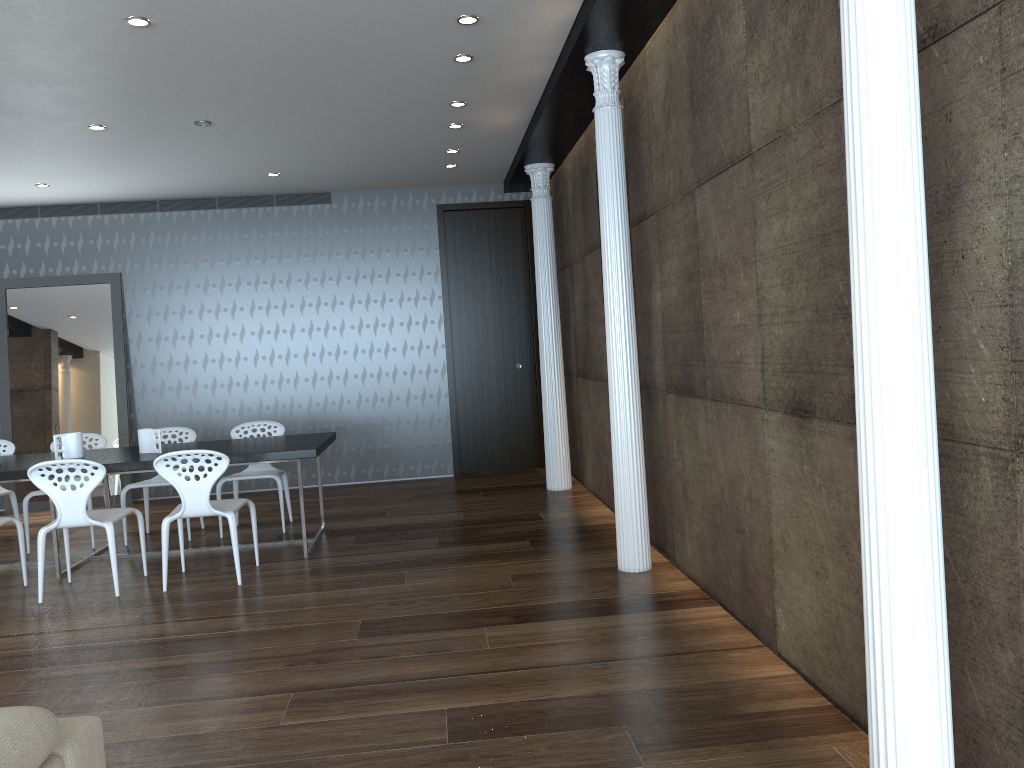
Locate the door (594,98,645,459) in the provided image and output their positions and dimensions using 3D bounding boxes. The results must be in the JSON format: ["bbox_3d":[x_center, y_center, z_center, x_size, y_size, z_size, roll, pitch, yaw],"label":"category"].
[{"bbox_3d":[0.988,-0.415,6.102,0.510,2.814,1.000,-4,2,-5],"label":"door"}]

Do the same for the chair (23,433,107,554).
[{"bbox_3d":[-3.421,0.824,6.888,0.495,0.835,0.581,-4,2,-5],"label":"chair"}]

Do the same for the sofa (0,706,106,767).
[{"bbox_3d":[-1.257,0.903,0.598,1.021,0.950,2.581,-4,2,-5],"label":"sofa"}]

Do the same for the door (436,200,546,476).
[{"bbox_3d":[-0.208,-0.478,9.327,1.000,2.814,0.246,-4,2,-5],"label":"door"}]

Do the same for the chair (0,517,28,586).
[{"bbox_3d":[-3.300,0.886,5.284,0.495,0.835,0.581,-4,2,-5],"label":"chair"}]

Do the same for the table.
[{"bbox_3d":[-2.991,0.877,6.222,3.400,0.733,1.200,-4,2,-5],"label":"table"}]

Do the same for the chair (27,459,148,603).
[{"bbox_3d":[-2.566,0.836,5.341,0.495,0.835,0.581,-4,2,-5],"label":"chair"}]

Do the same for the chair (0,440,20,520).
[{"bbox_3d":[-4.119,0.872,6.824,0.495,0.835,0.581,-4,2,-5],"label":"chair"}]

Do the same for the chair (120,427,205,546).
[{"bbox_3d":[-2.723,0.776,6.951,0.495,0.835,0.581,-4,2,-5],"label":"chair"}]

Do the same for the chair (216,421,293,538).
[{"bbox_3d":[-2.025,0.729,7.014,0.495,0.835,0.581,-4,2,-5],"label":"chair"}]

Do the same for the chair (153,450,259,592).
[{"bbox_3d":[-1.877,0.788,5.424,0.495,0.835,0.581,-4,2,-5],"label":"chair"}]

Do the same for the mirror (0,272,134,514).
[{"bbox_3d":[-4.409,0.078,8.727,1.200,2.294,0.240,-4,2,-5],"label":"mirror"}]
